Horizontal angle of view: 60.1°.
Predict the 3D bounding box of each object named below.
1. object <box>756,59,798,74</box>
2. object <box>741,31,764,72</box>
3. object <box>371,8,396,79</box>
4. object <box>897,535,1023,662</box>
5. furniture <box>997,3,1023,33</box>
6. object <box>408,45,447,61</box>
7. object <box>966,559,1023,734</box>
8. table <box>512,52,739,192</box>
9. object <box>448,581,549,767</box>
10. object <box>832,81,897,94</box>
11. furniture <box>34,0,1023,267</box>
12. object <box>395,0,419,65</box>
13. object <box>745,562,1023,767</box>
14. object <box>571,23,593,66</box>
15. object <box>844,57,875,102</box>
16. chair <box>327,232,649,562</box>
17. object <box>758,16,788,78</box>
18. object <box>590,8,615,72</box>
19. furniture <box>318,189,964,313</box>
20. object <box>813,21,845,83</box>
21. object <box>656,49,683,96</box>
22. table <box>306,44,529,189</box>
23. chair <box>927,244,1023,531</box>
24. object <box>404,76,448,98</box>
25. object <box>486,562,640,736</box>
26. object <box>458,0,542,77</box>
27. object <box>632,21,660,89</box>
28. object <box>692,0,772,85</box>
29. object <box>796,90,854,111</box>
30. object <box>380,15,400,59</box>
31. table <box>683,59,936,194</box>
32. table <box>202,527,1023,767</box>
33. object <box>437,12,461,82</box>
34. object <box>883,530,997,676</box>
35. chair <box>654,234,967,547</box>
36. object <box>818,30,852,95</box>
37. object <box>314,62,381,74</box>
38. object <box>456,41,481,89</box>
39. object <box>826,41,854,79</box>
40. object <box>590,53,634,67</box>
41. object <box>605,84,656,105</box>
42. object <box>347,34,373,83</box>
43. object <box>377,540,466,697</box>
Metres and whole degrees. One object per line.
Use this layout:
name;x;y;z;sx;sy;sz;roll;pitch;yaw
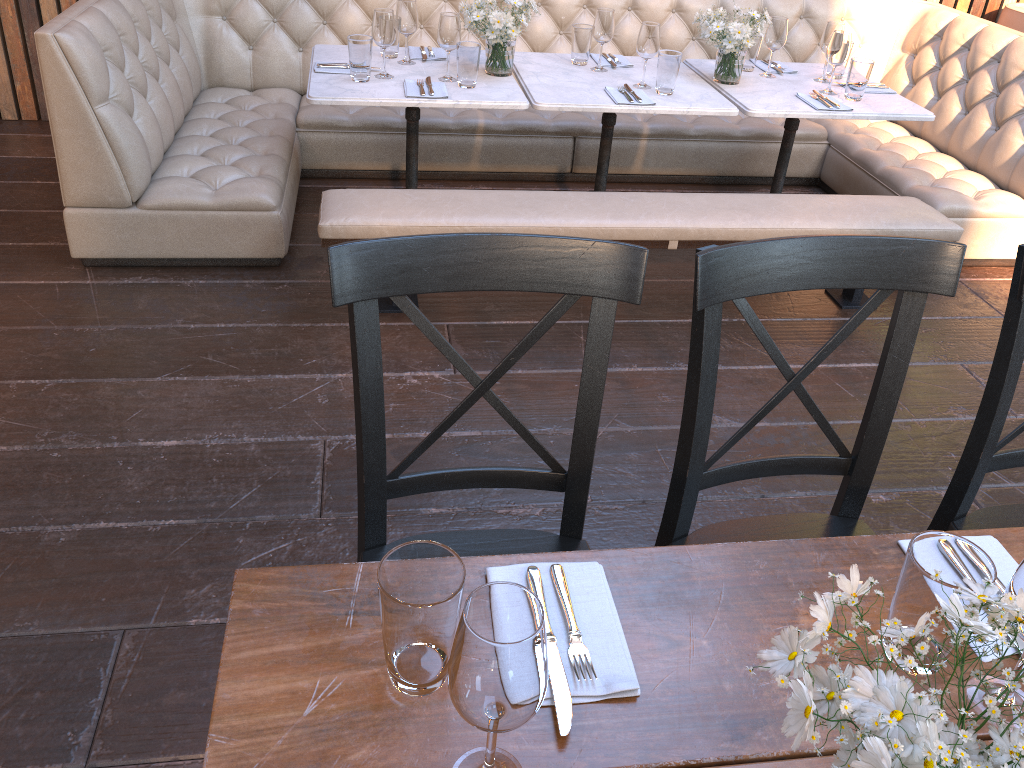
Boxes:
object;1.178;-1.418;3.954;0.157;0.018;0.262;-1;33;-9
object;1.033;-1.445;3.852;0.092;0.153;0.094;-8;34;-21
object;-0.479;-1.273;3.312;0.093;0.237;0.094;26;37;31
object;0.631;0.283;1.145;0.157;0.018;0.262;-1;33;-9
furniture;4.802;-1.393;4.835;4.157;0.835;1.760;-1;33;-9
object;-0.353;-1.385;3.704;0.157;0.018;0.262;-1;33;-9
object;0.571;0.267;0.957;0.092;0.237;0.095;-2;32;-12
table;0.394;-0.970;3.778;0.798;0.653;0.822;-1;32;-9
object;-0.016;0.299;0.829;0.093;0.237;0.094;-12;35;-26
object;1.488;-1.266;3.758;0.255;0.018;0.162;-1;33;-9
furniture;0.338;-1.295;4.106;4.157;0.835;1.760;-1;33;-9
object;-0.418;-1.399;3.516;0.093;0.237;0.094;26;37;31
object;0.383;0.344;0.752;0.329;0.300;0.346;-3;33;-13
object;0.292;-1.429;3.731;0.092;0.153;0.094;-8;34;-21
object;1.385;-1.219;3.546;0.092;0.153;0.094;-8;34;-21
chair;-0.040;0.320;1.408;0.477;0.990;0.555;-1;32;-9
object;1.113;-1.433;3.766;0.093;0.237;0.094;26;37;31
object;0.372;-1.417;3.645;0.093;0.237;0.094;26;37;31
furniture;0.481;-0.480;3.274;2.328;0.388;0.322;-1;32;-9
object;1.347;-1.410;3.760;0.093;0.237;0.094;26;37;31
object;0.599;-1.200;3.415;0.092;0.153;0.094;-8;34;-21
table;-0.412;-0.952;3.647;0.799;0.653;0.822;-2;33;-10
chair;1.066;0.295;1.588;0.477;0.990;0.555;-1;32;-9
object;-0.320;-1.098;3.264;0.157;0.018;0.262;-1;33;-9
object;0.059;0.299;1.040;0.157;0.018;0.262;-1;33;-9
object;-0.057;-1.368;3.456;0.329;0.300;0.346;6;32;1
object;0.526;-1.283;3.458;0.093;0.237;0.094;26;37;31
object;0.890;-1.389;3.611;0.329;0.300;0.346;8;32;5
object;1.230;-1.130;3.513;0.157;0.018;0.262;-1;33;-9
object;-0.498;-1.412;3.602;0.092;0.153;0.094;-8;34;-21
table;1.199;-0.988;3.910;0.799;0.653;0.822;-1;33;-10
table;0.893;0.774;1.084;2.430;0.709;0.979;-1;33;-9
object;-0.239;-1.271;3.340;0.093;0.237;0.094;26;37;31
object;0.485;0.260;1.025;0.092;0.153;0.094;13;32;13
chair;0.513;0.307;1.498;0.478;0.990;0.555;-3;32;-14
object;1.311;-1.302;3.589;0.092;0.237;0.095;1;31;-7
object;-0.636;-1.229;3.426;0.255;0.018;0.162;-1;33;-9
object;-0.165;-1.187;3.297;0.092;0.153;0.094;-8;34;-21
object;1.421;-1.413;3.851;0.092;0.153;0.094;19;34;22
object;0.437;-1.402;3.833;0.157;0.018;0.262;-1;33;-9
object;0.445;-1.111;3.382;0.157;0.018;0.262;-1;33;-9
object;-0.559;-1.199;3.264;0.092;0.153;0.094;-8;34;-21
object;-0.099;0.259;0.956;0.092;0.153;0.094;13;32;13
